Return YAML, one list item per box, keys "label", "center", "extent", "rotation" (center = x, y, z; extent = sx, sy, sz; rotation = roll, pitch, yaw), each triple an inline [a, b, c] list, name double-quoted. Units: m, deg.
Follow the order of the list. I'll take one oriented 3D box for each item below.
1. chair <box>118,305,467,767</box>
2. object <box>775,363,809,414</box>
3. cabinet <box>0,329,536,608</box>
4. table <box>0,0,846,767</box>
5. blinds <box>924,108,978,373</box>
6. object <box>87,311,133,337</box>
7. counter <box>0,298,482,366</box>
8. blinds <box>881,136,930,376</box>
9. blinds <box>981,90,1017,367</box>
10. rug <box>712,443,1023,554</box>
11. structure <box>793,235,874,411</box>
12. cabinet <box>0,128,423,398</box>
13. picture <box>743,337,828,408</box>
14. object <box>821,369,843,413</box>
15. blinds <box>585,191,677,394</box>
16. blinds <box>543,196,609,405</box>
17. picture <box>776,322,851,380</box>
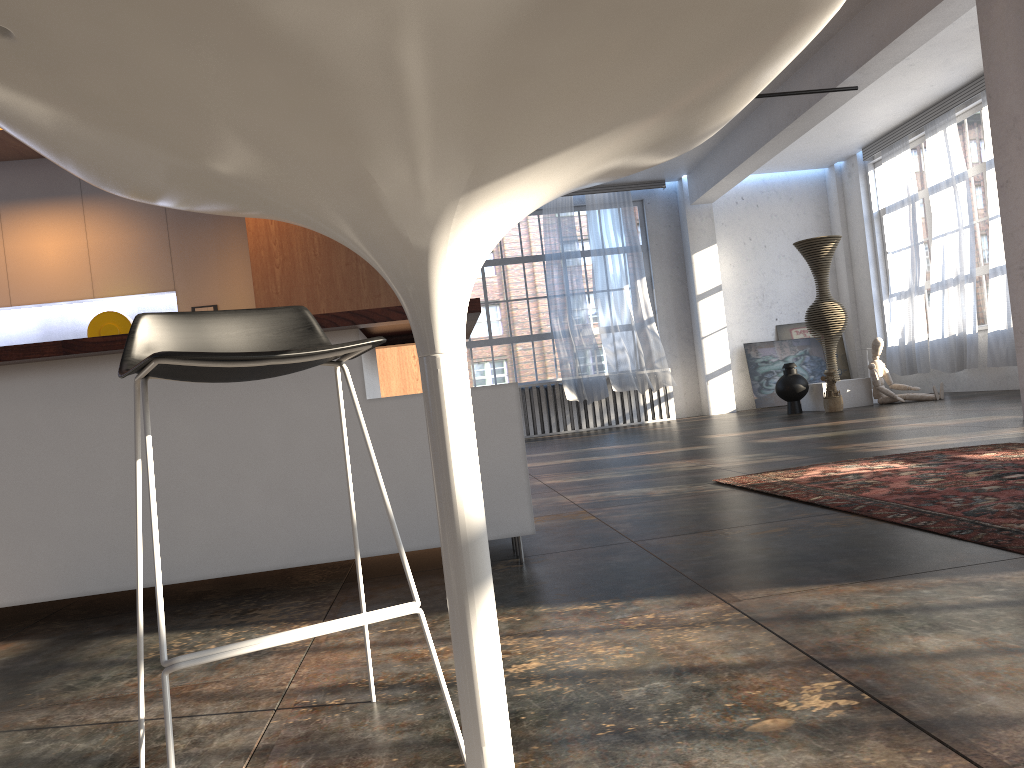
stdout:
- label: "chair"
  center: [-0.418, 0.290, 1.533]
  extent: [0.472, 0.895, 0.496]
  rotation: [-7, 0, -29]
- label: "object"
  center: [3.809, 0.060, 12.042]
  extent: [0.451, 0.693, 0.434]
  rotation: [-7, 0, -42]
- label: "cabinet"
  center: [-2.788, 0.541, 3.259]
  extent: [5.675, 0.930, 0.917]
  rotation: [-7, 0, -7]
- label: "table"
  center: [-0.055, 0.145, 0.956]
  extent: [0.833, 0.951, 0.824]
  rotation: [-7, 0, -6]
- label: "blinds"
  center: [5.970, -2.007, 12.129]
  extent: [0.316, 3.713, 1.019]
  rotation: [-7, 0, -7]
- label: "object"
  center: [-2.401, -0.248, 5.351]
  extent: [0.276, 0.381, 0.099]
  rotation: [-7, 0, -7]
- label: "counter"
  center: [-3.398, 0.581, 3.190]
  extent: [6.688, 0.971, 1.136]
  rotation: [-7, -1, -7]
- label: "blinds"
  center: [5.852, -1.977, 13.309]
  extent: [0.341, 3.698, 1.028]
  rotation: [-7, 0, -9]
- label: "blinds"
  center: [6.080, -2.048, 10.800]
  extent: [0.363, 3.675, 1.026]
  rotation: [-7, 0, -6]
- label: "rug"
  center: [2.189, 0.402, 3.755]
  extent: [1.863, 0.029, 2.871]
  rotation: [-7, -1, -6]
- label: "structure"
  center: [4.313, -0.809, 12.111]
  extent: [0.680, 2.326, 0.746]
  rotation: [-7, 0, -6]
- label: "cabinet"
  center: [-4.545, -0.198, 5.894]
  extent: [8.146, 2.563, 2.367]
  rotation: [-7, 0, -7]
- label: "picture"
  center: [4.695, -0.204, 15.014]
  extent: [1.440, 1.142, 0.303]
  rotation: [-7, 0, -9]
- label: "object"
  center: [4.050, 0.116, 11.202]
  extent: [0.236, 0.600, 0.223]
  rotation: [-7, 0, 21]
- label: "blinds"
  center: [1.857, -1.565, 14.242]
  extent: [1.062, 3.501, 0.994]
  rotation: [-7, 0, -6]
- label: "blinds"
  center: [0.955, -1.421, 14.263]
  extent: [0.695, 3.559, 0.872]
  rotation: [-7, 0, -7]
- label: "picture"
  center: [5.198, -0.388, 15.183]
  extent: [1.153, 1.386, 0.252]
  rotation: [-7, 0, -7]
